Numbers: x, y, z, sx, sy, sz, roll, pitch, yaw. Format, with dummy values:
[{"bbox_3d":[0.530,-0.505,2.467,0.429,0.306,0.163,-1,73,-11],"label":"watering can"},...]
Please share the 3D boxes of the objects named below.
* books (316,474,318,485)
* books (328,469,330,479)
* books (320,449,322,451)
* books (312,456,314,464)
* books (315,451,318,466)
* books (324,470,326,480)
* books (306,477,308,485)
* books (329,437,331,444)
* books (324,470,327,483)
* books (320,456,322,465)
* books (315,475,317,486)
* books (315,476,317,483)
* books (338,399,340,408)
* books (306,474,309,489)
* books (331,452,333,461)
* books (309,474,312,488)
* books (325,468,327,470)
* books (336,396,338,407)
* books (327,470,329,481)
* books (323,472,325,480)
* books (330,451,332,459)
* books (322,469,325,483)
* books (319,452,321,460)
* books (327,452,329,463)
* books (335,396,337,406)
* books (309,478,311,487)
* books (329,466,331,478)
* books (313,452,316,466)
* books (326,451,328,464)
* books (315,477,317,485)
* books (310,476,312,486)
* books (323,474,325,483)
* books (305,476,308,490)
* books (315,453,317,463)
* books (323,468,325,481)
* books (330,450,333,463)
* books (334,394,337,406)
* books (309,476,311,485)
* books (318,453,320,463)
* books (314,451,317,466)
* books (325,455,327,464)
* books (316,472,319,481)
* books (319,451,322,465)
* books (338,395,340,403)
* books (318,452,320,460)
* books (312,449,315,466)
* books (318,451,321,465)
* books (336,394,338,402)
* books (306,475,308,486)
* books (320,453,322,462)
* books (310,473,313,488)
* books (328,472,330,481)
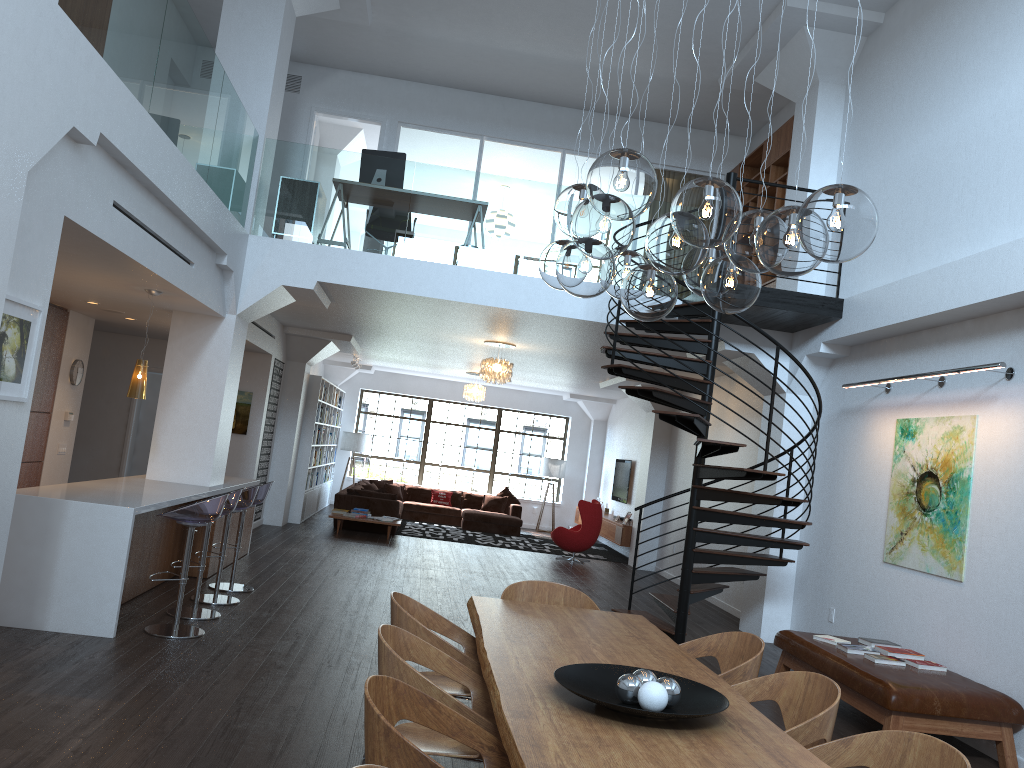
[{"bbox_3d":[-3.617,1.738,16.139,0.146,0.202,0.027,8,-5,-5],"label":"books"},{"bbox_3d":[-3.816,1.842,18.036,0.189,0.247,0.057,8,-5,-5],"label":"books"},{"bbox_3d":[-3.564,1.314,16.088,0.176,0.290,0.036,8,-5,-6],"label":"books"},{"bbox_3d":[-3.470,1.268,15.095,0.171,0.246,0.057,8,-5,-5],"label":"books"},{"bbox_3d":[-3.510,1.295,15.553,0.183,0.253,0.034,8,-5,-5],"label":"books"},{"bbox_3d":[-3.725,1.786,17.225,0.183,0.253,0.034,8,-5,-6],"label":"books"},{"bbox_3d":[-3.463,1.625,14.615,0.161,0.223,0.032,8,-5,-5],"label":"books"},{"bbox_3d":[-3.634,1.108,17.461,0.110,0.153,0.019,8,-5,-5],"label":"books"},{"bbox_3d":[-3.739,1.797,17.385,0.183,0.253,0.034,8,-5,-6],"label":"books"},{"bbox_3d":[-3.584,1.362,16.305,0.161,0.223,0.026,8,-5,-6],"label":"books"},{"bbox_3d":[-3.615,1.739,16.079,0.139,0.191,0.036,8,-5,-5],"label":"books"},{"bbox_3d":[-3.609,1.745,16.022,0.126,0.173,0.032,8,-5,-5],"label":"books"},{"bbox_3d":[-3.630,0.355,18.168,0.183,0.253,0.042,8,-5,-5],"label":"books"},{"bbox_3d":[-3.486,1.617,14.733,0.180,0.251,0.048,8,-5,-5],"label":"books"},{"bbox_3d":[-3.776,1.499,18.203,0.161,0.221,0.035,8,-5,-6],"label":"books"},{"bbox_3d":[-3.527,1.649,15.162,0.171,0.246,0.039,8,-5,-5],"label":"books"},{"bbox_3d":[-3.749,1.779,17.420,0.176,0.290,0.036,8,-5,-6],"label":"books"},{"bbox_3d":[-3.566,0.323,17.651,0.183,0.253,0.034,8,-5,-5],"label":"books"},{"bbox_3d":[-3.799,1.831,17.918,0.183,0.253,0.037,8,-5,-5],"label":"books"},{"bbox_3d":[-3.711,1.793,17.109,0.161,0.223,0.026,8,-5,-6],"label":"books"},{"bbox_3d":[-3.754,1.461,17.949,0.171,0.246,0.036,8,-5,-5],"label":"books"},{"bbox_3d":[-3.717,1.756,17.039,0.198,0.284,0.066,8,-5,-6],"label":"books"},{"bbox_3d":[-3.561,1.333,16.012,0.174,0.240,0.045,8,-5,-6],"label":"books"},{"bbox_3d":[-3.691,1.425,17.368,0.174,0.242,0.105,8,-5,-5],"label":"books"},{"bbox_3d":[-3.554,0.311,17.482,0.183,0.253,0.034,8,-5,-5],"label":"books"},{"bbox_3d":[-3.523,1.638,15.090,0.183,0.253,0.042,8,-5,-5],"label":"books"},{"bbox_3d":[-3.843,1.838,18.305,0.176,0.290,0.053,8,-5,-5],"label":"books"},{"bbox_3d":[-3.488,1.282,15.303,0.171,0.246,0.057,8,-5,-5],"label":"books"},{"bbox_3d":[-3.658,1.404,17.117,0.182,0.253,0.098,8,-5,-5],"label":"books"},{"bbox_3d":[-3.611,1.744,16.049,0.128,0.178,0.021,8,-5,-5],"label":"books"},{"bbox_3d":[-3.539,1.647,15.241,0.180,0.259,0.042,8,-5,-5],"label":"books"},{"bbox_3d":[-3.726,1.783,17.191,0.183,0.253,0.034,8,-5,-6],"label":"books"},{"bbox_3d":[-3.459,1.611,14.540,0.174,0.240,0.054,8,-5,-5],"label":"books"},{"bbox_3d":[-3.497,1.287,15.418,0.183,0.253,0.034,8,-5,-5],"label":"books"},{"bbox_3d":[-3.720,1.762,17.150,0.176,0.290,0.053,8,-5,-6],"label":"books"},{"bbox_3d":[-3.765,1.466,18.068,0.183,0.253,0.042,8,-5,-5],"label":"books"},{"bbox_3d":[-3.544,0.309,17.400,0.171,0.246,0.057,8,-5,-5],"label":"books"},{"bbox_3d":[-3.512,1.662,15.052,0.161,0.223,0.030,8,-5,-6],"label":"books"},{"bbox_3d":[-3.540,1.317,15.859,0.183,0.253,0.034,8,-5,-6],"label":"books"},{"bbox_3d":[-3.497,1.284,15.384,0.183,0.253,0.034,8,-5,-5],"label":"books"},{"bbox_3d":[-3.654,1.402,17.030,0.174,0.243,0.085,8,-5,-5],"label":"books"},{"bbox_3d":[-3.640,1.733,16.305,0.140,0.231,0.042,8,-5,-5],"label":"books"},{"bbox_3d":[-3.554,1.331,16.052,0.183,0.253,0.034,8,-5,-6],"label":"books"},{"bbox_3d":[-3.617,0.347,18.038,0.183,0.253,0.042,8,-5,-5],"label":"books"},{"bbox_3d":[-3.534,1.296,15.817,0.176,0.290,0.053,8,-5,-6],"label":"books"},{"bbox_3d":[-3.478,1.251,15.178,0.176,0.290,0.053,8,-5,-5],"label":"books"},{"bbox_3d":[-3.540,1.320,15.892,0.183,0.253,0.034,8,-5,-6],"label":"books"},{"bbox_3d":[-3.553,0.314,17.515,0.183,0.253,0.034,8,-5,-5],"label":"books"},{"bbox_3d":[-3.479,1.610,14.651,0.183,0.253,0.042,8,-5,-5],"label":"books"},{"bbox_3d":[-3.585,1.341,16.231,0.183,0.253,0.034,8,-5,-6],"label":"books"},{"bbox_3d":[-3.542,1.656,15.327,0.183,0.253,0.042,8,-5,-5],"label":"books"},{"bbox_3d":[-3.835,1.855,18.222,0.171,0.246,0.057,8,-5,-5],"label":"books"}]
